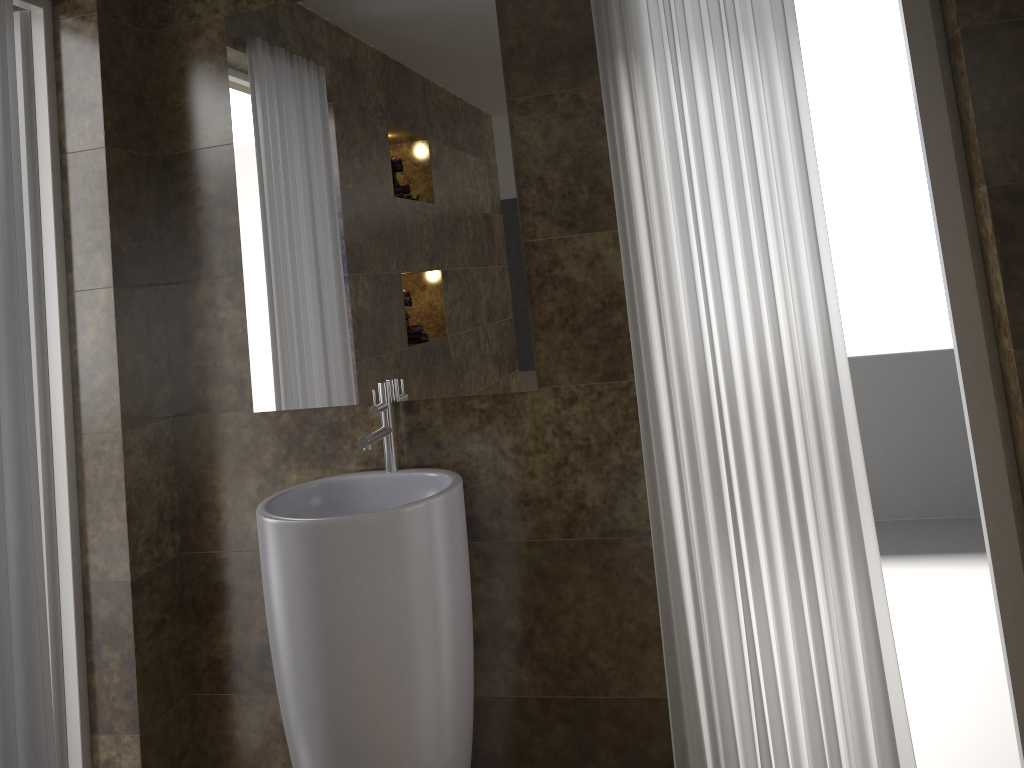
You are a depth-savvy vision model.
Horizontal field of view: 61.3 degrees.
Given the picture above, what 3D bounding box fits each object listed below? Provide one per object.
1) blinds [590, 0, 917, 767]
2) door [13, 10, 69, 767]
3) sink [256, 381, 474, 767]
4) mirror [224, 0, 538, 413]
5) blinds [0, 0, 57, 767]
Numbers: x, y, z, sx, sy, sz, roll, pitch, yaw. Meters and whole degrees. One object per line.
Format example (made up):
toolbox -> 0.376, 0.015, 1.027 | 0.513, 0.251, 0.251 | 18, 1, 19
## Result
blinds -> 0.507, -0.093, 1.960 | 0.516, 2.281, 0.066 | -7, -6, 13
door -> -1.633, 0.169, 2.187 | 0.960, 2.243, 0.039 | -6, -6, 3
sink -> -0.307, 0.590, 1.911 | 0.455, 1.144, 0.434 | -7, -4, 17
mirror -> -0.364, -0.499, 2.239 | 0.763, 1.100, 0.008 | -7, -6, 13
blinds -> -1.073, 0.133, 1.568 | 0.067, 2.293, 0.595 | -8, -5, 15
